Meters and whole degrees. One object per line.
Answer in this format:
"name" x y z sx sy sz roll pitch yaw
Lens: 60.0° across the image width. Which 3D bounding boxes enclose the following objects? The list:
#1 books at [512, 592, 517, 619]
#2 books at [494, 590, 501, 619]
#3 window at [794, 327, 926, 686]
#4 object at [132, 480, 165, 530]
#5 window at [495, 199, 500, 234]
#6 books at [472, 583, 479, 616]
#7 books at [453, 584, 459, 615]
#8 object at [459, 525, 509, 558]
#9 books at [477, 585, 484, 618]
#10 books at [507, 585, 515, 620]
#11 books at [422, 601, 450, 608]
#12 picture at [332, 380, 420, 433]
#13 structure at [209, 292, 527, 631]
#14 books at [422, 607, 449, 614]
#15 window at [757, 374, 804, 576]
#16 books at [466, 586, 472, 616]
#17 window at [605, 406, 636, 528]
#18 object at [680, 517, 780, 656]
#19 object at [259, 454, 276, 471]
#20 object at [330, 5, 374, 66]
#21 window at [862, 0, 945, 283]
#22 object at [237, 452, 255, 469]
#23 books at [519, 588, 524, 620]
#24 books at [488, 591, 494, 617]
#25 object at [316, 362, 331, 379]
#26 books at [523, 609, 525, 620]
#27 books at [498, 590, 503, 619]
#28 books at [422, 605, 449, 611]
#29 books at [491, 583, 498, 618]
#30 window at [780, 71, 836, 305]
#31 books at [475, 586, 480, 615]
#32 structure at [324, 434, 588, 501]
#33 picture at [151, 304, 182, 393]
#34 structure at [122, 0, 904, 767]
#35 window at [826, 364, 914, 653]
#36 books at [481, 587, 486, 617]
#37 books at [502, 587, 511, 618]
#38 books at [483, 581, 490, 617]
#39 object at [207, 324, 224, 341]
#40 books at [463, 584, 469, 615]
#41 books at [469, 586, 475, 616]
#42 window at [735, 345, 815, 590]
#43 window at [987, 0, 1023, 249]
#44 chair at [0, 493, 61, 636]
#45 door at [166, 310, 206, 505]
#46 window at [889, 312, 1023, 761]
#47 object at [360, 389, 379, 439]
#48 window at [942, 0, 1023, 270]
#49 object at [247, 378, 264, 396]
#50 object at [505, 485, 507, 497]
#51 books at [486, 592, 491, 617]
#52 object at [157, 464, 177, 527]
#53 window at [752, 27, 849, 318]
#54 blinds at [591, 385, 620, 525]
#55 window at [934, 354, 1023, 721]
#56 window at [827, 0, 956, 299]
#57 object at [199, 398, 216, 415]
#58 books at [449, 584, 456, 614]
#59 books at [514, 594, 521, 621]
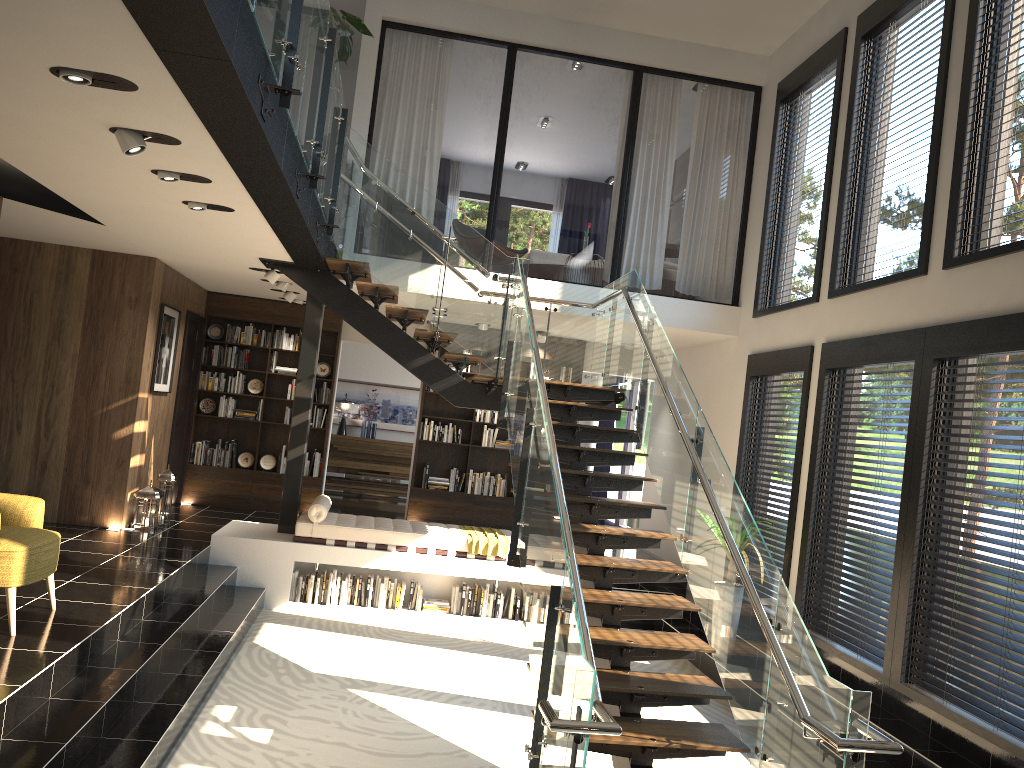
"books" 0.010 2.239 8.993 0.030 0.256 0.160 7 -2 -8
"books" -0.151 2.220 8.941 0.036 0.253 0.178 7 -2 -8
"window" 2.790 0.877 6.843 0.358 2.474 1.499 7 -2 -8
"object" -3.671 1.211 8.948 0.262 0.483 0.262 7 -2 -8
"window" -0.281 -2.068 15.212 3.524 2.311 0.184 7 -2 -8
"books" -0.376 2.167 8.930 0.035 0.305 0.151 7 -2 -8
"books" -0.565 2.160 8.897 0.030 0.273 0.168 7 -2 -8
"object" -0.337 1.791 9.336 0.466 0.510 1.167 7 -2 -8
"books" -0.318 2.182 8.909 0.026 0.286 0.204 7 -2 -8
"books" -0.013 2.208 8.976 0.027 0.312 0.189 7 -2 -8
"books" -0.764 2.213 8.893 0.274 0.025 0.156 7 -3 -11
"picture" -1.408 0.507 15.327 3.544 0.748 0.035 7 -2 -8
"structure" -0.952 0.705 9.258 3.782 3.243 1.149 7 -2 -8
"books" -0.769 2.261 8.887 0.257 0.024 0.167 7 -3 -8
"window" 2.639 0.936 8.466 0.005 2.296 1.221 7 -2 -8
"books" -0.437 2.177 8.909 0.029 0.268 0.173 7 -2 -8
"window" 1.802 1.082 13.882 0.184 2.475 2.982 7 -2 -8
"object" 1.926 1.755 7.900 0.877 1.337 0.830 7 -2 -19
"object" -3.126 1.010 11.355 0.212 0.222 0.082 7 -2 -8
"object" -1.737 -2.253 6.205 1.465 1.553 1.260 7 -2 -19
"window" 3.188 -1.946 6.974 0.005 2.296 1.221 7 -2 -8
"object" -3.397 0.977 11.324 0.212 0.222 0.082 7 -2 -8
"books" 0.106 2.237 9.009 0.026 0.284 0.177 7 -2 -8
"books" -0.219 2.223 8.953 0.028 0.231 0.158 7 -2 -8
"object" -2.449 -0.176 11.474 0.212 0.222 0.082 7 -2 -8
"books" 0.140 2.215 8.981 0.028 0.334 0.205 7 -2 -8
"books" -0.124 2.222 8.945 0.019 0.256 0.186 7 -2 -8
"books" -0.766 2.237 8.887 0.261 0.024 0.167 7 -3 -11
"books" -0.183 2.184 8.954 0.033 0.318 0.152 7 -2 -8
"window" 2.972 -1.900 8.555 0.005 2.296 1.221 7 -2 -8
"books" -0.353 2.189 8.967 0.026 0.270 0.128 7 -2 -8
"structure" -1.908 1.463 15.052 6.277 0.981 0.886 7 -2 -8
"picture" -3.690 -0.363 9.477 0.028 0.911 0.748 7 -2 -8
"structure" -0.324 0.201 5.527 3.448 4.866 7.281 7 -2 -8
"window" 2.861 0.885 6.844 0.005 2.296 1.313 7 -2 -8
"books" -0.296 2.194 8.933 0.027 0.270 0.188 7 -2 -8
"books" -0.062 2.211 8.984 0.066 0.293 0.142 7 -2 -8
"books" -0.268 2.170 8.957 0.029 0.326 0.153 7 -2 -8
"object" -3.776 -0.656 11.294 0.212 0.222 0.082 7 -2 -8
"books" -0.469 2.166 8.932 0.030 0.284 0.176 7 -2 -8
"books" -0.410 2.181 8.922 0.029 0.268 0.146 7 -2 -8
"window" 2.568 0.927 8.464 0.358 2.474 1.393 7 -2 -8
"window" 3.404 -1.992 5.392 0.005 2.296 1.221 7 -2 -8
"chair" -3.182 0.788 5.126 1.031 1.097 0.807 7 -2 -9
"door" -3.978 0.321 10.662 0.104 2.346 0.931 7 -2 -8
"window" 2.992 0.834 5.362 0.358 2.474 1.499 7 -2 -8
"object" -2.399 0.505 15.045 0.272 0.860 0.270 6 -2 7
"window" 3.333 -2.001 5.391 0.358 2.474 1.393 7 -2 -8
"object" -3.290 0.039 11.374 0.212 0.222 0.082 7 -2 -8
"object" -0.079 1.370 11.812 0.020 0.262 0.047 7 -2 -8
"books" -0.248 2.223 8.967 0.026 0.226 0.132 7 -2 -8
"object" -3.595 1.151 9.192 0.182 0.642 0.182 7 -2 -8
"window" 2.901 -1.909 8.553 0.358 2.474 1.393 7 -2 -8
"blinds" 1.515 0.998 14.752 0.161 2.769 1.080 7 -2 -9
"window" 3.063 0.842 5.363 0.005 2.296 1.313 7 -2 -8
"window" 3.117 -1.955 6.972 0.358 2.474 1.393 7 -2 -8
"object" -3.876 0.285 11.290 0.212 0.222 0.082 7 -2 -8
"books" -0.596 2.162 8.921 0.026 0.263 0.156 7 -2 -8
"books" 0.043 2.256 8.965 0.032 0.229 0.228 7 -2 -8
